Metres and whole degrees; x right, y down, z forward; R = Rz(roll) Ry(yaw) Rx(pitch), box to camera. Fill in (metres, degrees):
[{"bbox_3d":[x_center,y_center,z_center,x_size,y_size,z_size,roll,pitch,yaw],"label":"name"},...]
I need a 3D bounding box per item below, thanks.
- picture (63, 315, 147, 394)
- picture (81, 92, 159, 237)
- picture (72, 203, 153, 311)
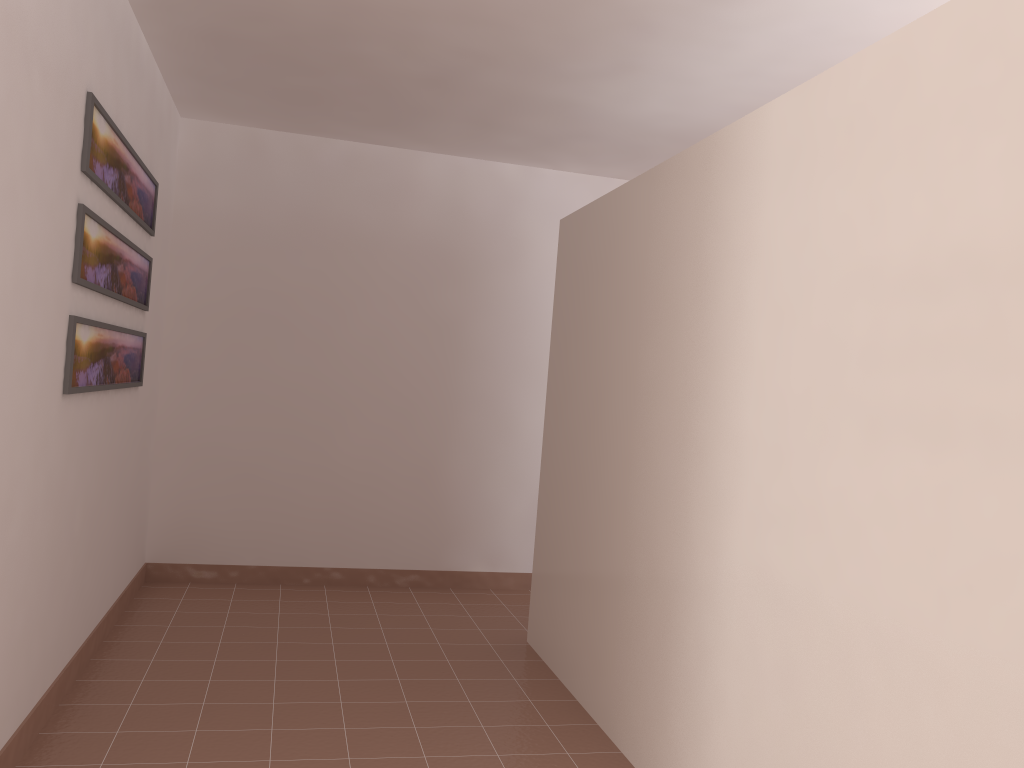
[{"bbox_3d":[-1.552,-0.103,3.452,0.015,0.248,1.408,5,0,-14],"label":"picture"},{"bbox_3d":[-1.497,-0.800,3.454,0.015,0.248,1.408,5,0,-14],"label":"picture"},{"bbox_3d":[-1.525,-0.452,3.453,0.015,0.248,1.408,5,0,-14],"label":"picture"}]
